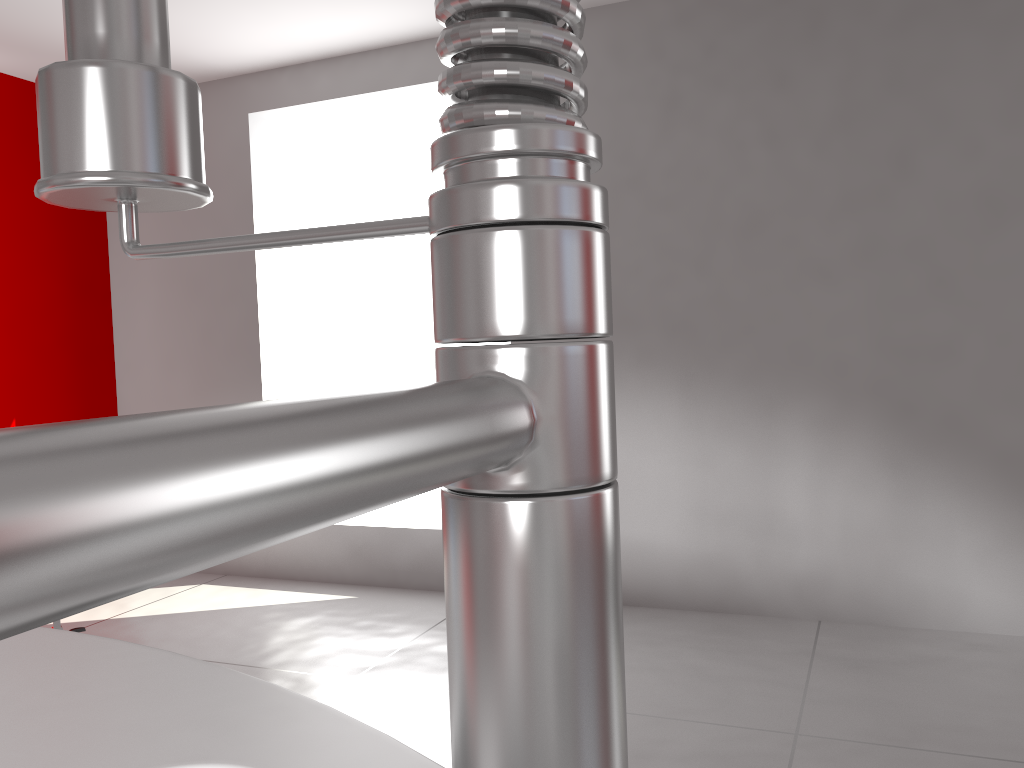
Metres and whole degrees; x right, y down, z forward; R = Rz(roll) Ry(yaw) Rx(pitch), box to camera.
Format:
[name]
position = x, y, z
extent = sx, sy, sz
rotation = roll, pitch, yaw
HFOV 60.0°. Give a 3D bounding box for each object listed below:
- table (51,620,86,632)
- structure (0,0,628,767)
[table]
position = -2.299, 0.783, 2.879
extent = 0.749, 0.682, 1.627
rotation = -1, 2, 24
[structure]
position = -0.067, -0.200, 0.177
extent = 0.178, 0.920, 0.308
rotation = -3, 2, -24
